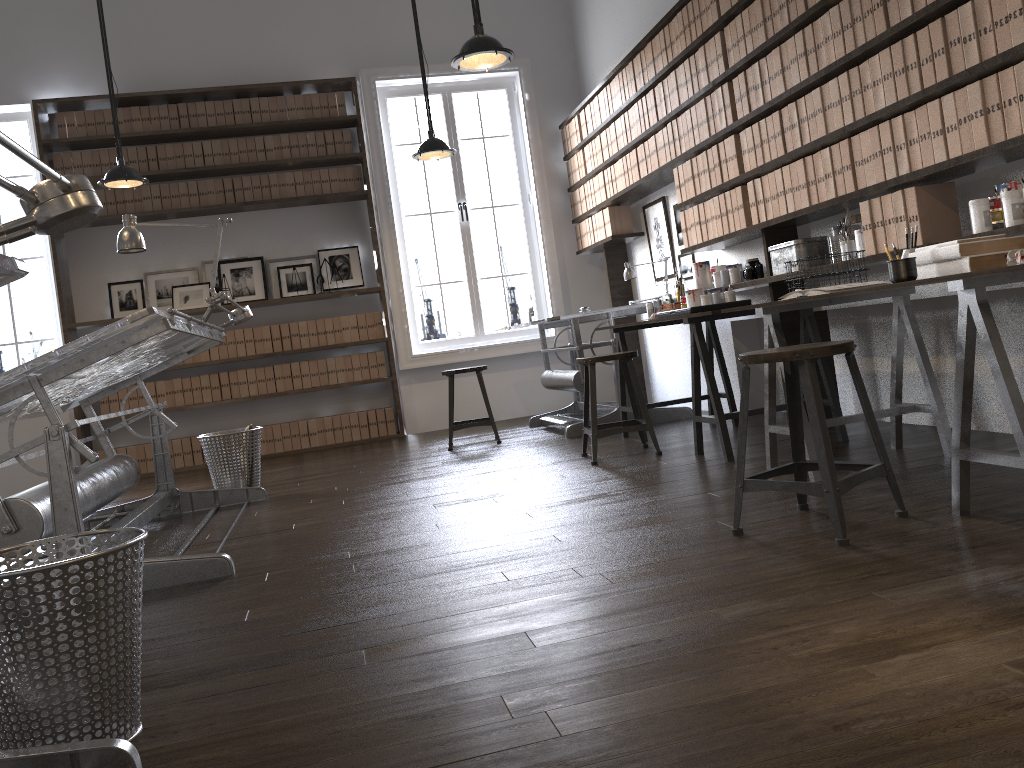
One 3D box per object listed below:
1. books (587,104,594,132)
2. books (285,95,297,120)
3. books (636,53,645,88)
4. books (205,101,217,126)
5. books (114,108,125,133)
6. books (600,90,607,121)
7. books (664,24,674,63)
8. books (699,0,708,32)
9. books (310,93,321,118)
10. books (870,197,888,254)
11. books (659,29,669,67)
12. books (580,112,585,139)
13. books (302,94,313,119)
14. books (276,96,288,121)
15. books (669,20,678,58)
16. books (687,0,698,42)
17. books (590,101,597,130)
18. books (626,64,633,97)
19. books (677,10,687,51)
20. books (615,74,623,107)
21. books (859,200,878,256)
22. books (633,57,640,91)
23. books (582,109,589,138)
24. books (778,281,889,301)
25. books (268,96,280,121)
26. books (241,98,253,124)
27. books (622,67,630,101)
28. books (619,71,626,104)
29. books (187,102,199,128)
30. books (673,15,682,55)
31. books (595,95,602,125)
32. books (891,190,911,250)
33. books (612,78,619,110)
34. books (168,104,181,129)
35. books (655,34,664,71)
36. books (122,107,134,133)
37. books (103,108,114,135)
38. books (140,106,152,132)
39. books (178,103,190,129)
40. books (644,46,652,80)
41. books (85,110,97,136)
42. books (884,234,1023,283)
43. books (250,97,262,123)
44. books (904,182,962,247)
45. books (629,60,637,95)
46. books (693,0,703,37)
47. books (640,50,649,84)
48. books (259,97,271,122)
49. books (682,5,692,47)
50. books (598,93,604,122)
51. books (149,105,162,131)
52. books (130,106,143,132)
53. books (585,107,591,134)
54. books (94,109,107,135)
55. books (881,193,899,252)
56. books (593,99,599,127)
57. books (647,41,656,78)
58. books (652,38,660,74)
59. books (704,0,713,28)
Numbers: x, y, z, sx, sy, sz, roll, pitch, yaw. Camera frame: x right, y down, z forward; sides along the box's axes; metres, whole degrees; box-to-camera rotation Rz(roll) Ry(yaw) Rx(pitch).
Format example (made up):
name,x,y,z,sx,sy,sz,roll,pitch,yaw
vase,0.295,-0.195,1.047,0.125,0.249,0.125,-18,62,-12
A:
name,x,y,z,sx,sy,sz,roll,pitch,yaw
books,0.687,-2.060,6.855,0.174,0.226,0.066,-8,0,-12
books,-1.832,-2.263,7.357,0.067,0.226,0.174,-8,1,-12
books,0.915,-2.041,5.764,0.174,0.226,0.066,-8,0,-12
books,-2.445,-2.173,7.228,0.067,0.226,0.174,-8,1,-12
books,-3.121,-2.073,7.083,0.067,0.225,0.174,-8,1,-12
books,0.757,-2.054,6.523,0.175,0.225,0.066,-8,0,-12
books,1.016,-2.033,5.294,0.175,0.226,0.066,-8,0,-12
books,1.119,-2.025,4.813,0.174,0.226,0.066,-8,0,-12
books,-1.636,-2.292,7.398,0.067,0.226,0.174,-8,1,-12
books,1.560,-0.649,3.582,0.175,0.226,0.066,-8,0,-12
books,0.998,-2.034,5.361,0.175,0.226,0.067,-8,0,-12
books,0.646,-2.064,7.071,0.175,0.225,0.066,-8,0,-12
books,-1.701,-2.283,7.388,0.067,0.225,0.174,-8,1,-12
books,-1.901,-2.253,7.346,0.067,0.226,0.174,-8,1,-12
books,1.032,-2.032,5.226,0.174,0.226,0.066,-8,0,-12
books,1.086,-2.027,4.953,0.175,0.225,0.066,-8,0,-12
books,0.705,-2.059,6.786,0.174,0.226,0.066,-8,0,-12
books,0.874,-2.045,5.980,0.175,0.225,0.066,-8,0,-12
books,1.054,-2.029,5.085,0.175,0.226,0.066,-8,0,-12
books,0.826,-2.048,6.176,0.175,0.226,0.066,-8,0,-12
books,1.541,-0.649,3.646,0.175,0.226,0.067,-8,0,-12
books,0.905,-2.043,5.835,0.175,0.226,0.066,-8,0,-12
books,0.656,-2.062,6.997,0.175,0.226,0.067,-8,0,-12
books,1.164,-0.341,3.203,0.256,0.029,0.354,-8,3,-11
books,-1.969,-2.243,7.334,0.067,0.226,0.174,-8,1,-12
books,-2.175,-2.212,7.282,0.067,0.226,0.174,-8,1,-12
books,0.858,-2.046,6.044,0.175,0.225,0.066,-8,0,-12
books,0.841,-2.046,6.105,0.175,0.226,0.067,-8,0,-12
books,-2.580,-2.153,7.203,0.067,0.225,0.174,-8,1,-12
books,1.043,-2.030,5.157,0.174,0.226,0.066,-8,0,-12
books,0.728,-2.056,6.650,0.175,0.226,0.067,-8,0,-12
books,1.585,-0.646,3.442,0.174,0.226,0.066,-8,0,-12
books,0.815,-2.049,6.247,0.174,0.226,0.066,-8,0,-12
books,-2.724,-2.132,7.172,0.067,0.226,0.174,-8,1,-12
books,0.985,-2.035,5.433,0.175,0.225,0.066,-8,0,-12
books,-3.060,-2.082,7.098,0.067,0.225,0.174,-8,1,-12
books,-3.191,-2.062,7.067,0.067,0.226,0.174,-8,1,-12
books,-2.930,-2.101,7.127,0.067,0.226,0.174,-8,1,-12
books,-2.650,-2.142,7.182,0.067,0.226,0.174,-8,1,-12
books,0.947,-2.039,5.626,0.175,0.226,0.066,-8,0,-12
books,-3.328,-2.042,7.043,0.067,0.226,0.174,-8,1,-12
books,1.409,-0.415,2.852,0.386,0.147,0.294,-8,2,-12
books,-2.105,-2.223,7.297,0.067,0.226,0.174,-8,1,-12
books,1.604,-0.646,3.374,0.175,0.226,0.066,-8,0,-12
books,0.884,-2.043,5.907,0.175,0.226,0.067,-8,0,-12
books,1.103,-2.026,4.880,0.175,0.226,0.066,-8,0,-12
books,0.933,-2.040,5.696,0.174,0.226,0.066,-8,0,-12
books,-2.036,-2.233,7.315,0.067,0.226,0.174,-8,1,-12
books,1.069,-2.027,5.014,0.175,0.226,0.067,-8,0,-12
books,0.746,-2.056,6.585,0.175,0.225,0.066,-8,0,-12
books,-2.862,-2.111,7.142,0.067,0.226,0.174,-8,1,-12
books,-2.994,-2.091,7.107,0.067,0.226,0.174,-8,1,-12
books,0.677,-2.062,6.925,0.175,0.226,0.066,-8,0,-12
books,-3.260,-2.052,7.056,0.067,0.226,0.174,-8,1,-12
books,1.575,-0.648,3.512,0.174,0.226,0.066,-8,0,-12
books,0.720,-2.058,6.717,0.175,0.226,0.066,-8,0,-12
books,0.956,-2.037,5.559,0.175,0.226,0.067,-8,0,-12
books,0.974,-2.037,5.495,0.175,0.225,0.066,-8,0,-12
books,1.129,-2.023,4.744,0.174,0.226,0.066,-8,0,-12
